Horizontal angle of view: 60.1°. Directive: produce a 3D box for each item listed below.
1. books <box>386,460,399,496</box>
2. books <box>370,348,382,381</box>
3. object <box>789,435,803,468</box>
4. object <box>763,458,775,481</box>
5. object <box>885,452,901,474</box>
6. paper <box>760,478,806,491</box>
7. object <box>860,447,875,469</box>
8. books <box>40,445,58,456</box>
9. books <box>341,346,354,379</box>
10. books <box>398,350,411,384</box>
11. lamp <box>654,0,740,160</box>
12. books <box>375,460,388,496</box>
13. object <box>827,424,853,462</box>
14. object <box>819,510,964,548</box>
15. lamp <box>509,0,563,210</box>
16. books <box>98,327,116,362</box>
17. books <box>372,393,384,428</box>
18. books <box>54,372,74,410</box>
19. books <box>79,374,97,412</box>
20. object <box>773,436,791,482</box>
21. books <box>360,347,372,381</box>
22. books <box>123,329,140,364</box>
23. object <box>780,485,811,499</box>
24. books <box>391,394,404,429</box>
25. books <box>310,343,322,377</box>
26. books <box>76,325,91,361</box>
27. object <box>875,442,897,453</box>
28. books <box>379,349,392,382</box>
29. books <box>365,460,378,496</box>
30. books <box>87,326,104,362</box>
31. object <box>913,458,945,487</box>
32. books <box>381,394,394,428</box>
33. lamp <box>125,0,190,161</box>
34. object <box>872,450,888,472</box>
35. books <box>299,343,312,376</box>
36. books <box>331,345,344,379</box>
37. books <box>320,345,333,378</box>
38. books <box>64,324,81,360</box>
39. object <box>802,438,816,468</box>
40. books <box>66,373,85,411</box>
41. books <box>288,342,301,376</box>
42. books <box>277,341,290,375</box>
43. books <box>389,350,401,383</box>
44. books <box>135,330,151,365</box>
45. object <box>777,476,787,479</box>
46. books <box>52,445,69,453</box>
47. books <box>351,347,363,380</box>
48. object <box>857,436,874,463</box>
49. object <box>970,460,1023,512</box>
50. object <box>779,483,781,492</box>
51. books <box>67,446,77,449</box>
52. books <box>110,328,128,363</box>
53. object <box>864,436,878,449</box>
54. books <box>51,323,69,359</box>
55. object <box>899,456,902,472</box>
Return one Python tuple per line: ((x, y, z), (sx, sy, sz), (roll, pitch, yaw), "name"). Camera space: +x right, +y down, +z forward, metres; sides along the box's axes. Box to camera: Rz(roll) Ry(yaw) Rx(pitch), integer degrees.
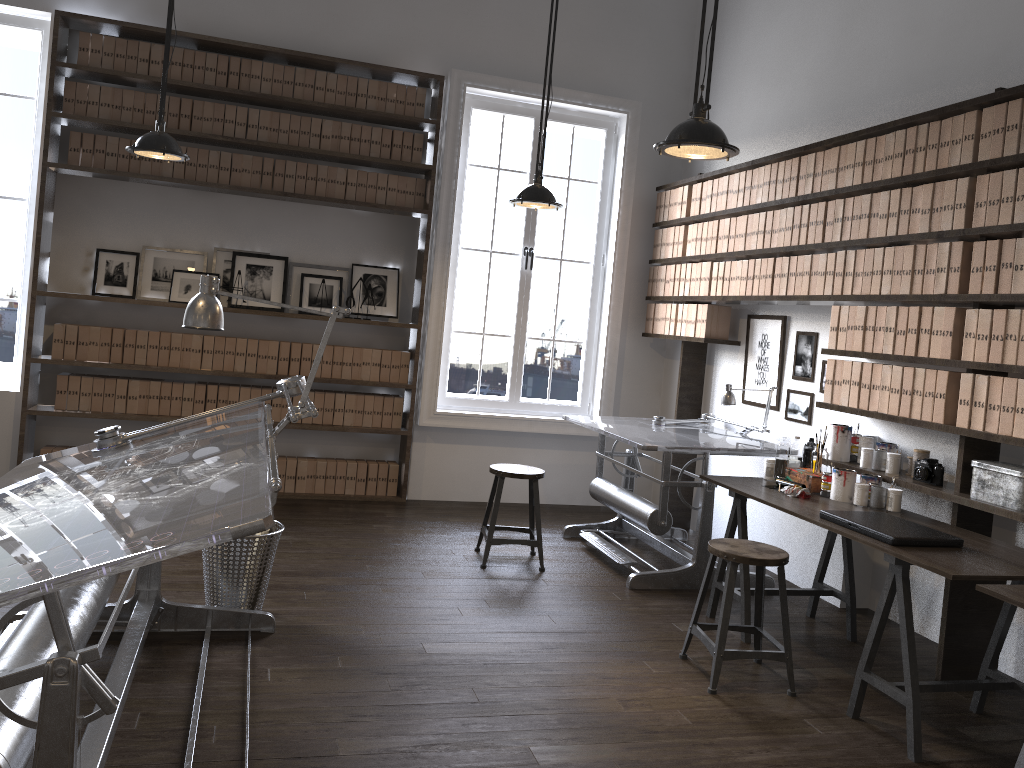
((-0.866, 0.677, 6.360), (0.066, 0.225, 0.175), (5, 2, -16), "books")
((-0.978, -0.136, 6.289), (0.067, 0.225, 0.175), (5, 2, -16), "books")
((1.405, 0.374, 4.398), (0.068, 0.237, 0.069), (5, 1, -19), "object")
((1.299, 0.427, 4.442), (0.068, 0.104, 0.068), (5, 2, -12), "object")
((1.765, 0.369, 4.103), (0.062, 0.094, 0.062), (4, 2, -31), "object")
((1.286, 0.478, 4.199), (0.137, 0.038, 0.155), (3, 4, -31), "paper")
((1.694, 0.354, 4.220), (0.062, 0.094, 0.062), (4, 2, -31), "object")
((-3.009, 0.521, 5.738), (0.066, 0.225, 0.175), (5, 2, -16), "books")
((-1.166, -0.150, 6.233), (0.067, 0.225, 0.175), (5, 2, -16), "books")
((-0.782, -0.122, 6.345), (0.067, 0.225, 0.175), (5, 2, -16), "books")
((0.784, -1.975, 3.253), (0.312, 2.250, 0.311), (5, 1, -37), "lamp")
((-0.939, 0.672, 6.341), (0.066, 0.225, 0.175), (5, 2, -16), "books")
((1.636, 0.294, 4.424), (0.107, 0.177, 0.107), (5, 2, -15), "object")
((1.443, 0.552, 3.398), (0.311, 0.033, 0.447), (4, 4, -16), "object")
((0.242, -2.155, 5.122), (0.312, 2.250, 0.311), (5, 1, -37), "lamp")
((-2.655, -0.259, 5.806), (0.066, 0.225, 0.175), (5, 2, -16), "books")
((-0.968, 0.187, 6.311), (0.066, 0.225, 0.175), (5, 2, -16), "books")
((-2.904, 0.046, 5.740), (0.067, 0.225, 0.175), (5, 2, -16), "books")
((-2.767, 0.056, 5.784), (0.066, 0.225, 0.175), (5, 2, -16), "books")
((1.336, 0.373, 4.378), (0.068, 0.229, 0.069), (5, 1, -19), "object")
((-1.043, -0.141, 6.272), (0.066, 0.225, 0.175), (5, 2, -16), "books")
((-2.512, -0.249, 5.847), (0.066, 0.225, 0.175), (5, 2, -16), "books")
((1.302, 0.485, 4.066), (0.132, 0.050, 0.197), (6, 4, 13), "object")
((-0.831, 0.197, 6.346), (0.066, 0.225, 0.175), (5, 2, -16), "books")
((-1.366, -0.165, 6.176), (0.066, 0.225, 0.175), (5, 2, -16), "books")
((-2.776, -0.267, 5.763), (0.067, 0.225, 0.175), (5, 2, -16), "books")
((1.798, 0.348, 4.264), (0.094, 0.128, 0.095), (6, 2, 14), "object")
((-0.912, -0.132, 6.312), (0.066, 0.225, 0.175), (5, 2, -16), "books")
((-1.009, 0.667, 6.315), (0.067, 0.225, 0.175), (5, 2, -16), "books")
((-2.717, -0.263, 5.785), (0.066, 0.225, 0.175), (5, 2, -16), "books")
((1.814, 0.380, 3.890), (0.091, 0.108, 0.171), (5, 3, -16), "object")
((-0.900, 0.192, 6.331), (0.066, 0.225, 0.175), (5, 2, -16), "books")
((-1.723, -2.299, 4.554), (0.312, 2.250, 0.311), (5, 1, -37), "lamp")
((1.727, 0.361, 4.158), (0.063, 0.093, 0.063), (4, 2, -31), "object")
((-1.436, -0.170, 6.161), (0.066, 0.225, 0.175), (5, 2, -16), "books")
((-1.232, -0.155, 6.220), (0.066, 0.225, 0.175), (5, 2, -16), "books")
((-1.300, -0.160, 6.200), (0.066, 0.225, 0.175), (5, 2, -16), "books")
((-2.845, -0.272, 5.743), (0.066, 0.225, 0.175), (5, 2, -16), "books")
((1.486, 0.384, 4.421), (0.068, 0.229, 0.069), (5, 1, -19), "object")
((-2.835, 0.051, 5.760), (0.066, 0.225, 0.175), (5, 2, -16), "books")
((-1.506, -0.175, 6.135), (0.067, 0.225, 0.175), (5, 2, -16), "books")
((-1.578, -0.180, 6.119), (0.066, 0.225, 0.175), (5, 2, -16), "books")
((-0.846, -0.127, 6.333), (0.066, 0.225, 0.175), (5, 2, -16), "books")
((-2.443, -0.243, 5.863), (0.066, 0.225, 0.175), (5, 2, -16), "books")
((1.316, 0.472, 4.323), (0.049, 0.037, 0.049), (4, 3, -20), "object")
((-2.942, 0.526, 5.756), (0.066, 0.225, 0.175), (5, 2, -16), "books")
((-1.103, -0.146, 6.256), (0.066, 0.225, 0.175), (5, 2, -16), "books")
((1.735, 0.326, 4.345), (0.070, 0.130, 0.070), (6, 2, 22), "object")
((1.974, 0.402, 3.480), (0.192, 0.152, 0.318), (4, 3, -17), "object")
((1.262, 0.486, 4.169), (0.011, 0.017, 0.171), (6, 4, 15), "object")
((-2.873, 0.531, 5.772), (0.067, 0.225, 0.175), (5, 2, -16), "books")
((-2.582, -0.253, 5.821), (0.067, 0.225, 0.175), (5, 2, -16), "books")
((1.778, 0.326, 4.412), (0.072, 0.129, 0.071), (6, 2, 31), "object")
((-2.916, -0.278, 5.726), (0.066, 0.225, 0.175), (5, 2, -16), "books")
((1.808, 0.378, 4.179), (0.054, 0.080, 0.054), (6, 2, 11), "object")
